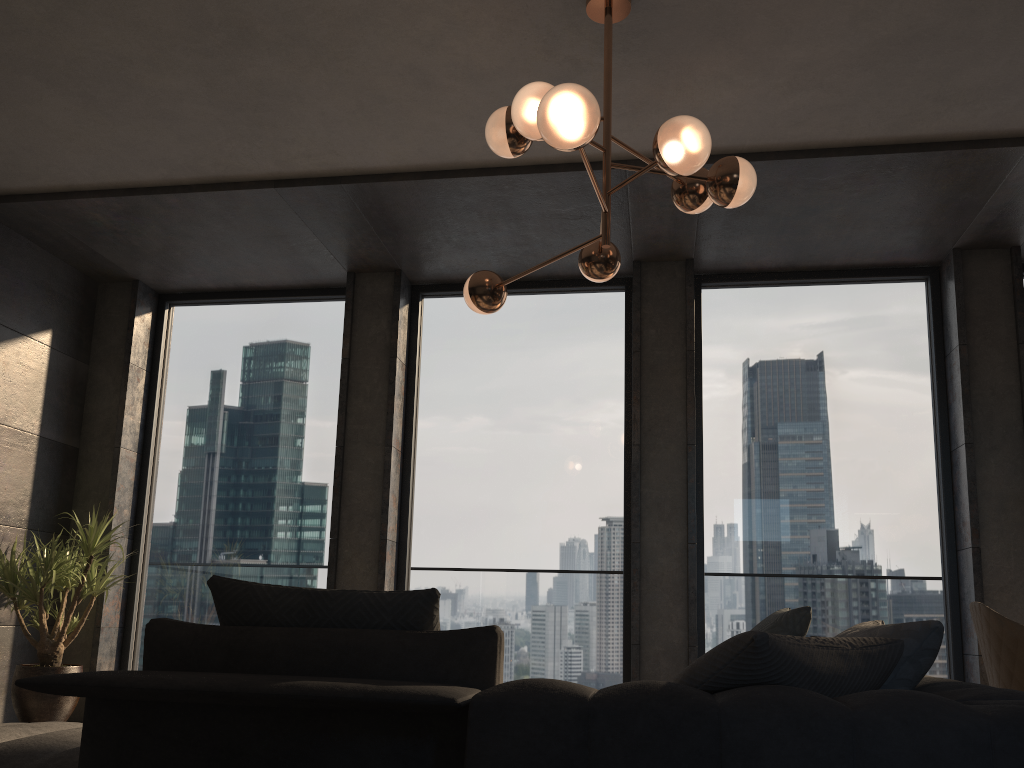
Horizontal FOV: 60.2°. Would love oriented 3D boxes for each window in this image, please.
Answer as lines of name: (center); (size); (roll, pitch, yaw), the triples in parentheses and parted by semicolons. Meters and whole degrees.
window: (0.963, 0.741, 5.614); (7.264, 2.952, 0.202); (-1, -11, 9)

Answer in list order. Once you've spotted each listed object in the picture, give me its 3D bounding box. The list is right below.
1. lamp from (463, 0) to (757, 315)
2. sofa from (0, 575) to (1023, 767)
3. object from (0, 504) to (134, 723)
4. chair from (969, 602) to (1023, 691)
lamp: (0.417, -0.933, 3.398); (1.016, 1.020, 1.489); (5, -14, -14)
sofa: (-0.238, 0.973, 2.467); (2.910, 0.770, 2.063); (-1, -15, 9)
object: (-2.815, 1.370, 5.272); (1.031, 1.337, 0.962); (-9, -16, 40)
chair: (2.018, 1.235, 3.280); (0.511, 0.822, 0.564); (-2, -13, 19)
